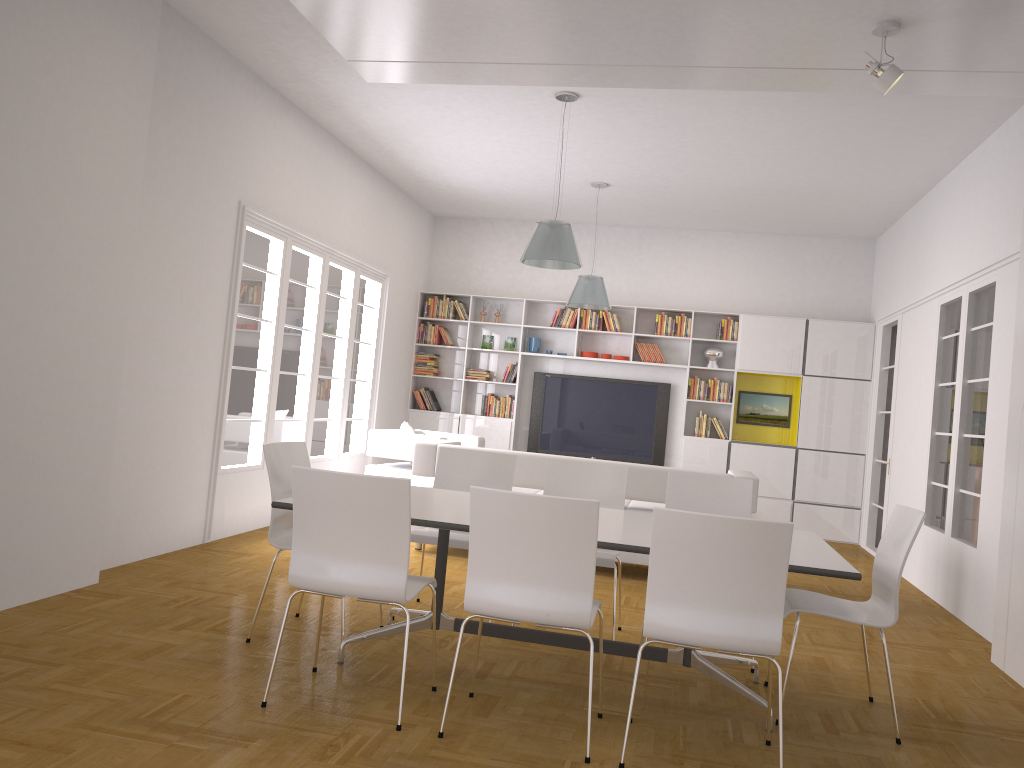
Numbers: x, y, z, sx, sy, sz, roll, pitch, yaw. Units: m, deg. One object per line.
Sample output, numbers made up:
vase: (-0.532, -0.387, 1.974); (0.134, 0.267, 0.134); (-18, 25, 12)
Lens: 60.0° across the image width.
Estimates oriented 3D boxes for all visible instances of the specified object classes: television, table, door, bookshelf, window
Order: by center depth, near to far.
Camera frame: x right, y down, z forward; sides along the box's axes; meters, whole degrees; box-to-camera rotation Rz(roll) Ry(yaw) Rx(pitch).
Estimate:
table: (0.225, 0.989, 4.157); (2.411, 0.723, 1.209); (5, -1, 11)
window: (-1.869, -0.044, 8.156); (0.195, 2.530, 3.347); (5, -1, 11)
door: (3.850, 0.543, 9.179); (0.139, 2.456, 1.008); (5, -2, 11)
bookshelf: (1.391, 0.326, 10.607); (5.366, 2.482, 0.389); (5, -2, 11)
television: (1.040, 0.465, 10.734); (1.660, 1.088, 0.082); (5, -2, 11)

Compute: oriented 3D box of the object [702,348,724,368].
object: (2.355, -0.297, 10.421); (0.256, 0.239, 0.256); (5, -2, 19)

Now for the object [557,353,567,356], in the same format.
object: (0.606, -0.355, 10.758); (0.124, 0.032, 0.123); (5, -1, -3)

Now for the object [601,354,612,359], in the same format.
object: (1.134, -0.322, 10.665); (0.128, 0.073, 0.129); (5, -1, 8)

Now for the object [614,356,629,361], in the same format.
object: (1.307, -0.304, 10.611); (0.182, 0.054, 0.182); (5, -1, 8)

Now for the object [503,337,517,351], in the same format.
object: (-0.025, -0.491, 11.011); (0.144, 0.190, 0.051); (5, -2, 11)

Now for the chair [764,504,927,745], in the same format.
chair: (1.475, 0.994, 3.931); (0.575, 0.932, 0.560); (5, -2, 11)

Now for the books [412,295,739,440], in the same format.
books: (0.705, -0.239, 10.737); (3.863, 1.456, 0.235); (5, -2, 11)

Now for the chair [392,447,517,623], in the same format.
chair: (-0.291, 0.856, 5.060); (0.561, 0.932, 0.575); (5, -2, 11)

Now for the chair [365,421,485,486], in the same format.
chair: (-0.854, 0.852, 8.884); (0.802, 0.912, 1.095); (5, -2, 21)

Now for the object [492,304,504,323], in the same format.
object: (-0.207, -0.871, 10.999); (0.179, 0.260, 0.119); (4, -2, 32)

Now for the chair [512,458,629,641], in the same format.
chair: (0.354, 0.914, 4.931); (0.561, 0.932, 0.575); (5, -2, 11)

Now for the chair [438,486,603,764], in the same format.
chair: (0.083, 0.862, 3.399); (0.561, 0.932, 0.575); (5, -2, 11)

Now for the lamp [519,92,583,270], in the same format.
lamp: (0.342, -1.489, 6.463); (0.465, 1.251, 0.464); (5, -2, 11)

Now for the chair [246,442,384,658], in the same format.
chair: (-0.956, 0.783, 4.417); (0.575, 0.932, 0.560); (5, -2, 11)

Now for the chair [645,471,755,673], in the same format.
chair: (1.040, 0.976, 4.793); (0.561, 0.932, 0.575); (5, -2, 11)

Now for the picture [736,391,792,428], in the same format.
picture: (2.958, 0.297, 10.407); (0.609, 0.388, 0.007); (5, -2, 11)

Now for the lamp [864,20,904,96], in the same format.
lamp: (1.912, -1.645, 4.509); (0.167, 0.365, 0.174); (7, -2, -36)

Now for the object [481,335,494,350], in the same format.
object: (-0.307, -0.516, 11.067); (0.144, 0.190, 0.051); (5, -2, 11)

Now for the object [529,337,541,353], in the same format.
object: (0.276, -0.465, 10.829); (0.147, 0.193, 0.147); (5, -2, 0)

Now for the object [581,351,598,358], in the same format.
object: (0.936, -0.347, 10.705); (0.210, 0.073, 0.211); (6, -1, -14)

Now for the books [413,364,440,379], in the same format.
books: (-1.061, -0.158, 11.091); (0.284, 0.153, 0.207); (5, -1, 11)

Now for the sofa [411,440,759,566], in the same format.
sofa: (0.553, 0.997, 7.067); (2.623, 0.849, 0.821); (5, -2, 11)

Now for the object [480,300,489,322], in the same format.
object: (-0.326, -0.892, 11.006); (0.121, 0.279, 0.179); (5, -2, 17)

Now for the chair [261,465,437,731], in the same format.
chair: (-0.602, 0.801, 3.536); (0.561, 0.932, 0.575); (5, -2, 11)

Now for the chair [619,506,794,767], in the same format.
chair: (0.729, 0.920, 3.270); (0.561, 0.932, 0.575); (5, -2, 11)

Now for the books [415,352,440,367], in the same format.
books: (-1.063, -0.307, 11.100); (0.252, 0.153, 0.207); (5, -1, 11)

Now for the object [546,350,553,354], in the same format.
object: (0.455, -0.381, 10.789); (0.078, 0.056, 0.078); (4, -2, 36)

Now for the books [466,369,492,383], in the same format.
books: (-0.407, -0.099, 10.960); (0.284, 0.153, 0.207); (5, -1, 11)

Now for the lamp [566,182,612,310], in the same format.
lamp: (0.829, -1.401, 8.955); (0.465, 1.251, 0.464); (5, -2, 11)
